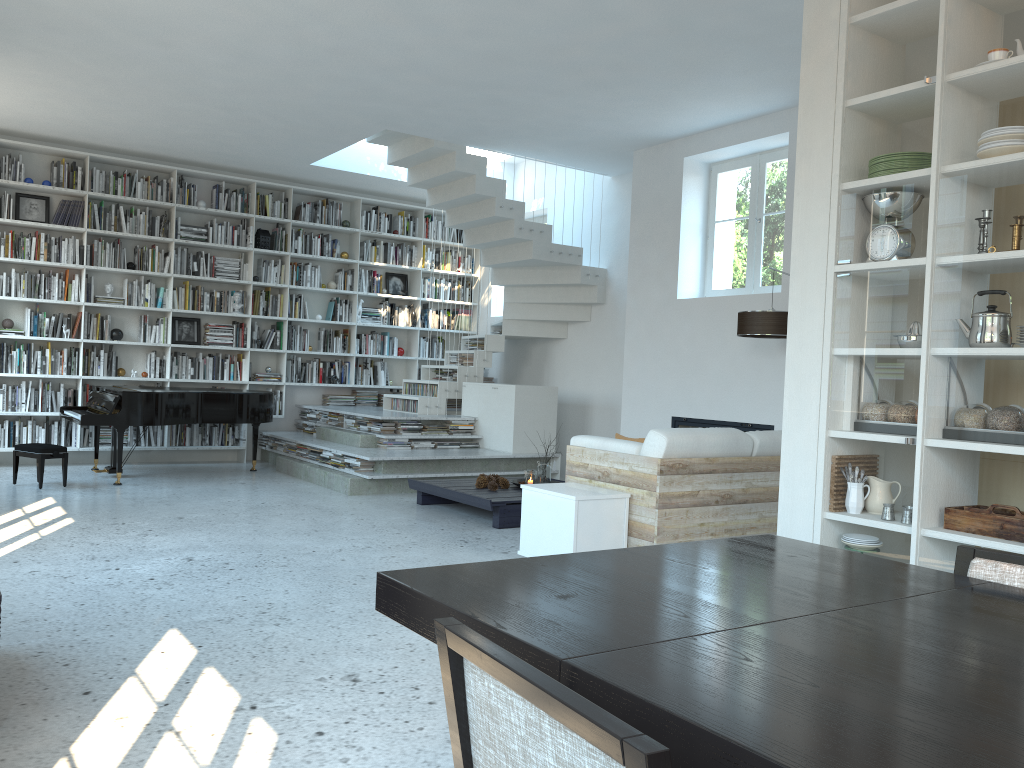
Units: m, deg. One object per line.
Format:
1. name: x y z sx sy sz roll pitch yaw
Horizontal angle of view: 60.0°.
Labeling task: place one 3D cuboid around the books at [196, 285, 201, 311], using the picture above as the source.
1. books: -3.420 -0.926 9.655 0.013 0.284 0.176 2 1 -34

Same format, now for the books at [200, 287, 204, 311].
1. books: -3.396 -0.917 9.655 0.028 0.268 0.189 2 1 -34

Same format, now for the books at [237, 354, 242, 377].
1. books: -3.060 -0.187 9.950 0.011 0.300 0.149 2 1 -34

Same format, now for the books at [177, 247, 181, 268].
1. books: -3.588 -1.316 9.541 0.014 0.313 0.133 2 1 -34

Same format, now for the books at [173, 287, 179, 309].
1. books: -3.616 -0.913 9.530 0.042 0.242 0.162 2 1 -34

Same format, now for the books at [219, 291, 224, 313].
1. books: -3.214 -0.899 9.772 0.012 0.245 0.185 2 1 -34

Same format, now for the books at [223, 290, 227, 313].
1. books: -3.187 -0.905 9.811 0.025 0.258 0.150 2 1 -34

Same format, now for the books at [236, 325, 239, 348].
1. books: -3.091 -0.532 9.909 0.013 0.256 0.162 2 1 -34

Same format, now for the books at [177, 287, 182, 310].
1. books: -3.592 -0.915 9.556 0.026 0.248 0.139 2 1 -34

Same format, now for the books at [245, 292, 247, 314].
1. books: -3.010 -0.902 9.956 0.023 0.265 0.107 2 1 -34

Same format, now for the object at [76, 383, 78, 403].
1. object: -4.450 0.139 9.051 0.017 0.290 0.089 2 1 -34

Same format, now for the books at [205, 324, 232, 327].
1. books: -3.241 -0.645 9.796 0.254 0.012 0.161 2 1 -37

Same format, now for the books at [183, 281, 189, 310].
1. books: -3.521 -0.947 9.558 0.014 0.317 0.188 2 1 -34

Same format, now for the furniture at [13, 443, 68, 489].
1. furniture: -3.949 0.675 7.423 0.467 0.353 0.240 3 1 31

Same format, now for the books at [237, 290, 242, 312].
1. books: -3.051 -0.910 9.924 0.025 0.279 0.108 2 1 -34

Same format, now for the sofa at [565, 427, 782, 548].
1. sofa: 1.426 0.680 5.607 2.195 0.854 0.871 2 1 -34

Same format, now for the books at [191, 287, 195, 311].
1. books: -3.480 -0.916 9.640 0.028 0.259 0.134 2 1 -34

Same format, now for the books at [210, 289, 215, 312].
1. books: -3.293 -0.909 9.746 0.014 0.259 0.161 2 1 -34

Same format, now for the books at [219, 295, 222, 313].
1. books: -3.238 -0.878 9.770 0.029 0.200 0.178 2 1 -34

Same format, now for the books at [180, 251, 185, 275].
1. books: -3.559 -1.291 9.531 0.025 0.266 0.185 2 1 -34

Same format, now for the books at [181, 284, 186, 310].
1. books: -3.556 -0.932 9.588 0.010 0.284 0.136 2 1 -34

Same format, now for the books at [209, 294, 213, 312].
1. books: -3.326 -0.880 9.737 0.050 0.199 0.145 2 1 -34

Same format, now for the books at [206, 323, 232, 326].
1. books: -3.240 -0.657 9.794 0.254 0.012 0.161 2 1 -30

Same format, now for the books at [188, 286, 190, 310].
1. books: -3.510 -0.921 9.566 0.015 0.267 0.189 2 1 -34

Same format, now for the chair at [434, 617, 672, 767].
1. chair: 0.237 0.714 1.112 0.570 0.782 0.479 2 1 -29

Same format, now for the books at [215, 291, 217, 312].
1. books: -3.282 -0.896 9.750 0.010 0.234 0.174 2 1 -34

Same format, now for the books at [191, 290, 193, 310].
1. books: -3.499 -0.902 9.620 0.024 0.228 0.147 2 1 -34

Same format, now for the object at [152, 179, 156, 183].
1. object: -3.781 -2.024 9.364 0.010 0.247 0.157 2 1 -34

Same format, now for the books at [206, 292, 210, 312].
1. books: -3.352 -0.889 9.704 0.030 0.215 0.168 2 1 -34

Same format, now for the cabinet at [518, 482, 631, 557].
1. cabinet: 0.333 0.823 4.900 0.380 0.487 0.502 2 1 -34

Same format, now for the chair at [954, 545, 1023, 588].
1. chair: 0.908 0.739 1.567 0.570 0.782 0.480 2 1 -44

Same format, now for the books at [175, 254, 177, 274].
1. books: -3.628 -1.275 9.515 0.027 0.228 0.147 2 1 -34

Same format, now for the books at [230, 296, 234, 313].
1. books: -3.131 -0.874 9.860 0.035 0.201 0.149 2 1 -34

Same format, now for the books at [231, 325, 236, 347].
1. books: -3.115 -0.532 9.883 0.012 0.254 0.161 2 1 -34

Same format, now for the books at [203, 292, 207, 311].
1. books: -3.374 -0.891 9.688 0.024 0.216 0.175 2 1 -34

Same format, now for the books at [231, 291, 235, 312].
1. books: -3.115 -0.905 9.880 0.014 0.263 0.135 2 1 -34

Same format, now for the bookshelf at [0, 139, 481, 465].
1. bookshelf: -3.141 -0.682 9.788 6.298 3.143 0.330 2 1 -34

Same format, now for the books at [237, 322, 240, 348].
1. books: -3.080 -0.548 9.915 0.011 0.288 0.152 2 1 -34

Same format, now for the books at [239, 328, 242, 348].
1. books: -3.061 -0.512 9.936 0.021 0.217 0.132 2 1 -34

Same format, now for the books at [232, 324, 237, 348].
1. books: -3.104 -0.535 9.887 0.011 0.261 0.184 2 1 -34

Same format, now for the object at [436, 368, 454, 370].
1. object: -0.777 -0.170 10.279 0.161 0.025 0.174 2 1 -30

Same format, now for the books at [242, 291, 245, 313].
1. books: -3.026 -0.903 9.921 0.014 0.266 0.153 2 1 -34

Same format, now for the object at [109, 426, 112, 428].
1. object: -4.145 0.411 9.197 0.086 0.087 0.086 3 1 34

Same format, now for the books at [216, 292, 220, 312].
1. books: -3.260 -0.890 9.752 0.029 0.224 0.185 2 1 -34

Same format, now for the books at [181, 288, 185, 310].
1. books: -3.566 -0.910 9.567 0.029 0.240 0.155 2 1 -34

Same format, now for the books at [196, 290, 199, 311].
1. books: -3.441 -0.903 9.651 0.025 0.236 0.137 2 1 -34

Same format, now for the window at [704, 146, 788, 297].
1. window: 2.031 -1.324 7.420 0.072 1.226 1.117 2 1 -34

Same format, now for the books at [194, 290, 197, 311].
1. books: -3.453 -0.899 9.635 0.012 0.228 0.169 2 1 -34

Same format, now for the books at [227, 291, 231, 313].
1. books: -3.155 -0.904 9.845 0.024 0.259 0.126 2 1 -34

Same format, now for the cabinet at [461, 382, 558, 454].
1. cabinet: -0.056 0.336 9.159 0.551 0.668 0.992 2 1 -34

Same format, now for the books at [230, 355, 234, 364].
1. books: -3.140 -0.182 9.907 0.010 0.284 0.132 2 1 -34

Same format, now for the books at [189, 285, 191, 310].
1. books: -3.499 -0.928 9.591 0.010 0.281 0.170 2 1 -34

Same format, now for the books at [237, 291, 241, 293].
1. books: -3.066 -0.901 9.901 0.025 0.260 0.130 2 1 -34

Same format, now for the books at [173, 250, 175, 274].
1. books: -3.640 -1.295 9.487 0.026 0.267 0.170 2 1 -34

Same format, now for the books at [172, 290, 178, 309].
1. books: -3.625 -0.896 9.510 0.053 0.209 0.156 2 1 -34

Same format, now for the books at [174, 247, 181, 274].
1. books: -3.595 -1.308 9.515 0.026 0.297 0.179 2 1 -34

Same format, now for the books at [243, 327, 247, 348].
1. books: -3.014 -0.516 9.934 0.034 0.229 0.199 2 1 -34

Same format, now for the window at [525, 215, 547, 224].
1. window: 0.289 -1.434 10.859 0.042 1.226 1.117 2 1 -34

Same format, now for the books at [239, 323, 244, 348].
1. books: -3.037 -0.542 9.930 0.011 0.279 0.186 2 1 -34
